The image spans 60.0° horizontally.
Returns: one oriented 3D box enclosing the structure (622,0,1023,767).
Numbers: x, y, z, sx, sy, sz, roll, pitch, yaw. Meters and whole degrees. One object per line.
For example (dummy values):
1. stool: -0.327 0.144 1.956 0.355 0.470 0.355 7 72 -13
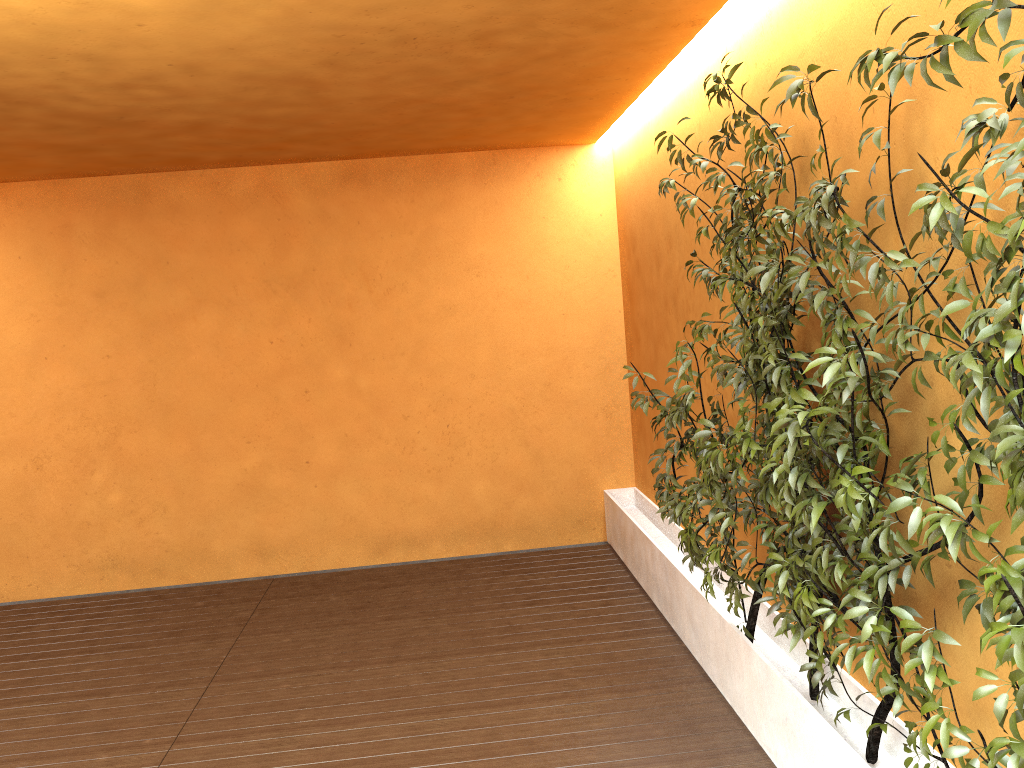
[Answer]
1. structure: 0.912 0.032 2.645 0.622 2.483 3.166 -5 5 -5
